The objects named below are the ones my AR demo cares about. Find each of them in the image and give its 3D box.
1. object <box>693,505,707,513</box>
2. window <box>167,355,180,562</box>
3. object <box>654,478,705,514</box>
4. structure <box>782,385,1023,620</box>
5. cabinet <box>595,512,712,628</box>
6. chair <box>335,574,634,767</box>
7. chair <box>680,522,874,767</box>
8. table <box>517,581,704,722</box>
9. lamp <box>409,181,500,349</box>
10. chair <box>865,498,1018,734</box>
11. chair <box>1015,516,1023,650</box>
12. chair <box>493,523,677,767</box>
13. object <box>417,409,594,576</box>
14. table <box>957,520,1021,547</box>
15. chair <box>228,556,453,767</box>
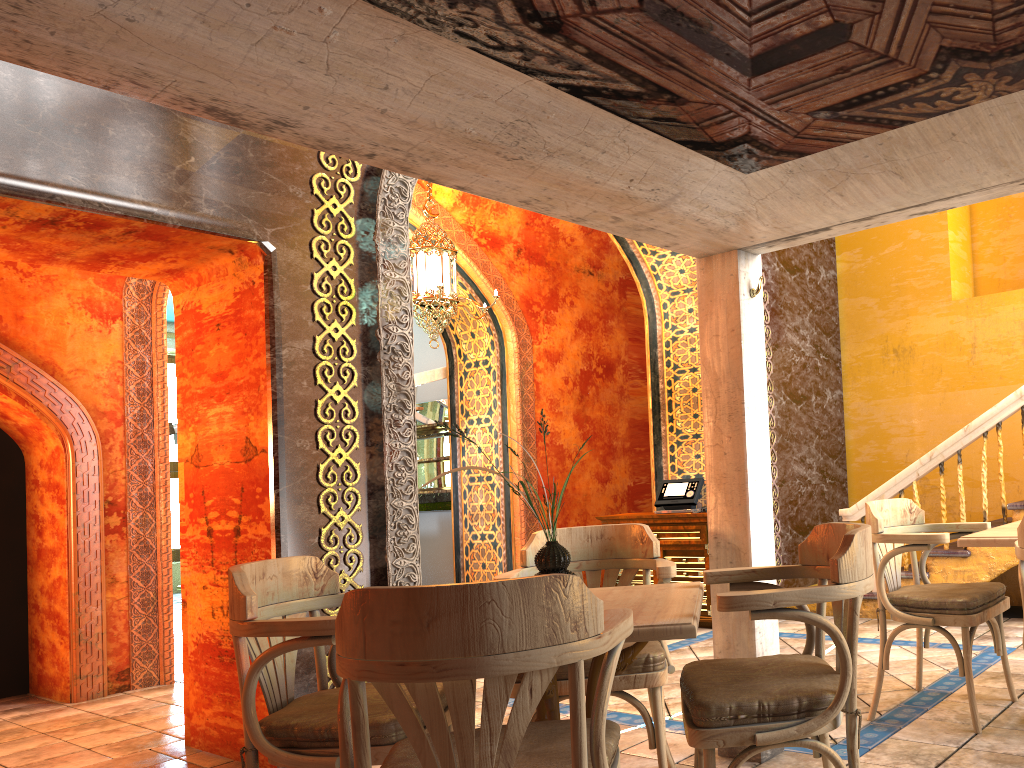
[{"bbox_3d":[1.901,1.153,7.874,0.446,0.086,0.290,1,-8,-33],"label":"object"},{"bbox_3d":[-5.786,1.209,13.904,0.079,3.414,1.717,-5,-3,43],"label":"window"},{"bbox_3d":[1.598,1.070,8.153,0.416,0.317,0.278,-6,-5,30],"label":"object"},{"bbox_3d":[4.961,0.449,7.460,5.744,3.137,2.066,-8,-6,41],"label":"structure"},{"bbox_3d":[1.527,1.764,8.150,1.328,1.051,0.553,-8,-5,41],"label":"cabinet"},{"bbox_3d":[-0.054,1.078,2.240,0.789,1.177,0.693,-3,-3,0],"label":"chair"},{"bbox_3d":[0.944,1.108,3.009,0.702,1.177,0.779,-3,-3,2],"label":"chair"},{"bbox_3d":[0.190,1.263,3.000,0.982,0.946,1.019,-4,-5,7],"label":"table"},{"bbox_3d":[-0.765,-1.504,7.960,0.997,2.361,1.444,-6,-4,43],"label":"lamp"},{"bbox_3d":[2.355,1.231,4.758,0.619,1.177,0.872,-6,-4,41],"label":"chair"},{"bbox_3d":[2.448,1.068,3.452,0.698,1.177,0.774,-6,-4,36],"label":"chair"},{"bbox_3d":[0.355,1.240,3.792,0.789,1.177,0.693,-3,-3,0],"label":"chair"},{"bbox_3d":[0.014,0.430,2.879,0.727,0.715,0.223,0,-4,-34],"label":"object"},{"bbox_3d":[2.946,1.214,4.257,0.937,1.001,1.180,-7,-6,42],"label":"table"},{"bbox_3d":[-0.590,1.207,3.028,0.688,1.177,0.795,-4,-3,7],"label":"chair"}]
